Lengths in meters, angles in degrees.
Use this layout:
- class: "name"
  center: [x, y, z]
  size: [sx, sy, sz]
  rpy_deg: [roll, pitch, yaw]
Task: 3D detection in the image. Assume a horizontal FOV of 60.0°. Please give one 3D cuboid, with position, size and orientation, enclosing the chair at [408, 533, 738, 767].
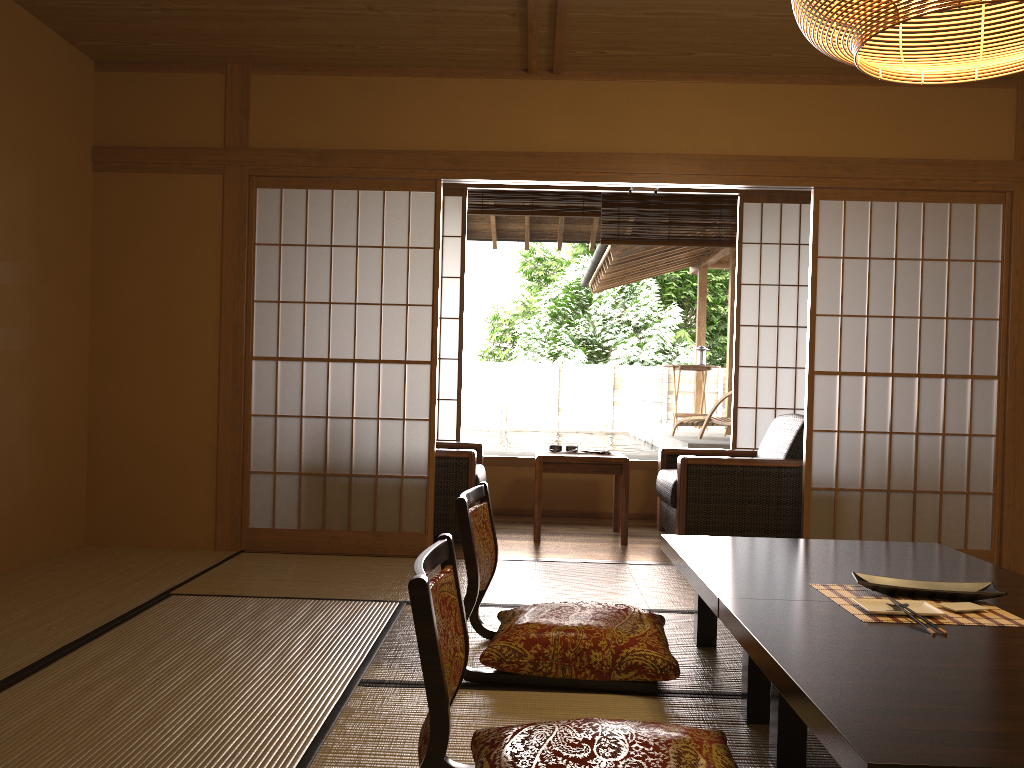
- class: "chair"
  center: [0.149, 0.609, 1.723]
  size: [0.699, 0.546, 0.582]
  rpy_deg: [2, 0, 0]

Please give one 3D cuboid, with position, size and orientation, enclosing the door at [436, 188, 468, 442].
- class: "door"
  center: [-0.834, -0.448, 6.249]
  size: [0.992, 1.873, 0.040]
  rpy_deg: [2, 1, 1]

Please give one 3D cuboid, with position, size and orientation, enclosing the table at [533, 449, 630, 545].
- class: "table"
  center: [0.406, 0.668, 5.355]
  size: [0.540, 0.500, 0.540]
  rpy_deg: [2, 0, 1]

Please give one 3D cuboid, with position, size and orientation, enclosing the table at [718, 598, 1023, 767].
- class: "table"
  center: [1.002, 0.726, 1.729]
  size: [0.994, 0.357, 0.994]
  rpy_deg: [2, 0, 1]

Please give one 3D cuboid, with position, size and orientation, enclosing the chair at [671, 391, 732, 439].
- class: "chair"
  center: [2.038, 0.078, 7.940]
  size: [0.677, 0.852, 1.225]
  rpy_deg: [1, 0, -24]

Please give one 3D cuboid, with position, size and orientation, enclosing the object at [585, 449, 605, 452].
- class: "object"
  center: [0.501, 0.401, 5.355]
  size: [0.006, 0.007, 0.230]
  rpy_deg: [1, 0, -24]

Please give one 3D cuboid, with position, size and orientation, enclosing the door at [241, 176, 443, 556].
- class: "door"
  center: [-0.881, -0.092, 4.590]
  size: [0.992, 1.934, 0.040]
  rpy_deg: [2, 1, 1]

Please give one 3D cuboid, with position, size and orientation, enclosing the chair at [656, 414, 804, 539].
- class: "chair"
  center: [1.366, 0.558, 5.293]
  size: [0.943, 0.779, 0.872]
  rpy_deg: [2, 0, 1]

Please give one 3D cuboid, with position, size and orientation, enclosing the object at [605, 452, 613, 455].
- class: "object"
  center: [0.576, 0.411, 5.268]
  size: [0.050, 0.018, 0.015]
  rpy_deg: [2, 0, -12]

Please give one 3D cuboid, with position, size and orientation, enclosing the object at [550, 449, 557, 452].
- class: "object"
  center: [0.252, 0.403, 5.341]
  size: [0.050, 0.018, 0.015]
  rpy_deg: [1, 0, 43]

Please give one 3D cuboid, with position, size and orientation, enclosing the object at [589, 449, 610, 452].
- class: "object"
  center: [0.516, 0.401, 5.373]
  size: [0.006, 0.007, 0.230]
  rpy_deg: [1, 0, -33]

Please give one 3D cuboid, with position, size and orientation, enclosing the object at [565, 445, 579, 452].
- class: "object"
  center: [0.367, 0.398, 5.436]
  size: [0.084, 0.037, 0.084]
  rpy_deg: [2, 0, -7]

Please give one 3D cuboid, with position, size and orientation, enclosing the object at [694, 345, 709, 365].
- class: "object"
  center: [2.184, -0.326, 10.222]
  size: [0.176, 0.240, 0.176]
  rpy_deg: [1, 0, -30]

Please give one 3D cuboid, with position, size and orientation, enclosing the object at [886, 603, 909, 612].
- class: "object"
  center: [0.921, 0.534, 2.119]
  size: [0.050, 0.018, 0.015]
  rpy_deg: [2, 0, -2]

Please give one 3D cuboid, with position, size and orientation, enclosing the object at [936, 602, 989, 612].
- class: "object"
  center: [1.101, 0.548, 2.165]
  size: [0.099, 0.013, 0.067]
  rpy_deg: [2, 0, -15]

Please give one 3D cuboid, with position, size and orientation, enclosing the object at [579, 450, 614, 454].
- class: "object"
  center: [0.513, 0.412, 5.368]
  size: [0.131, 0.015, 0.181]
  rpy_deg: [2, -1, -44]

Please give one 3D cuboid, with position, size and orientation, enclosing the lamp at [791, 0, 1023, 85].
- class: "lamp"
  center: [1.061, -1.185, 2.033]
  size: [0.798, 0.826, 0.798]
  rpy_deg: [2, 0, 25]

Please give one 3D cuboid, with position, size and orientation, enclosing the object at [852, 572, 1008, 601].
- class: "object"
  center: [1.077, 0.533, 2.307]
  size: [0.349, 0.039, 0.129]
  rpy_deg: [1, 0, 15]

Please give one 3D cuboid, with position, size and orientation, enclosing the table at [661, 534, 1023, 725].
- class: "table"
  center: [1.024, 0.735, 2.723]
  size: [0.994, 0.357, 0.994]
  rpy_deg: [2, 0, 1]

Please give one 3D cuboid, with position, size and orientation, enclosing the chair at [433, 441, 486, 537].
- class: "chair"
  center: [-0.629, 0.505, 5.339]
  size: [0.943, 0.779, 0.872]
  rpy_deg: [2, 0, 1]

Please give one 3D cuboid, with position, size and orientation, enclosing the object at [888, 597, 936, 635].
- class: "object"
  center: [0.918, 0.534, 2.046]
  size: [0.006, 0.030, 0.229]
  rpy_deg: [2, 0, -1]

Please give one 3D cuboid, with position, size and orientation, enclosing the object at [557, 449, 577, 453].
- class: "object"
  center: [0.329, 0.401, 5.323]
  size: [0.130, 0.026, 0.038]
  rpy_deg: [2, 0, -14]

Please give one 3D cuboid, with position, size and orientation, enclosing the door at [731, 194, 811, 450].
- class: "door"
  center: [2.052, -0.371, 6.182]
  size: [0.992, 1.873, 0.040]
  rpy_deg: [2, 1, 1]

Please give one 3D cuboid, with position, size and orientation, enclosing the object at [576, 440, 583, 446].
- class: "object"
  center: [0.389, 0.375, 5.450]
  size: [0.117, 0.068, 0.038]
  rpy_deg: [2, 0, -33]

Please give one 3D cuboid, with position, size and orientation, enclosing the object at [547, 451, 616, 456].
- class: "object"
  center: [0.414, 0.418, 5.351]
  size: [0.401, 0.003, 0.300]
  rpy_deg: [2, 0, 1]

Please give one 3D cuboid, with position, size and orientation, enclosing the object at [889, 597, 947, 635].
- class: "object"
  center: [0.934, 0.534, 2.049]
  size: [0.006, 0.030, 0.229]
  rpy_deg: [1, 0, -7]

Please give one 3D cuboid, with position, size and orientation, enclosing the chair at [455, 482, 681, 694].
- class: "chair"
  center: [0.168, 0.618, 2.810]
  size: [0.686, 0.546, 0.582]
  rpy_deg: [2, 0, 6]

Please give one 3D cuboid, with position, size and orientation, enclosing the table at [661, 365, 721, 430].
- class: "table"
  center: [2.047, 0.155, 10.209]
  size: [0.669, 0.732, 0.669]
  rpy_deg: [2, 0, 4]

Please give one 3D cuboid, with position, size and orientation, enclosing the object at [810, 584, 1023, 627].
- class: "object"
  center: [1.009, 0.551, 2.226]
  size: [0.401, 0.003, 0.398]
  rpy_deg: [2, 0, 1]

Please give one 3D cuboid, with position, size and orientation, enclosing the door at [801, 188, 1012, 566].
- class: "door"
  center: [2.003, -0.016, 4.523]
  size: [0.992, 1.934, 0.040]
  rpy_deg: [2, 1, 1]

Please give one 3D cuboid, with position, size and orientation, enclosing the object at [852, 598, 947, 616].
- class: "object"
  center: [0.928, 0.540, 2.133]
  size: [0.180, 0.014, 0.130]
  rpy_deg: [2, 0, 3]

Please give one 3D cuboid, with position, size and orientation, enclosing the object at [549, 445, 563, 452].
- class: "object"
  center: [0.267, 0.395, 5.435]
  size: [0.084, 0.037, 0.084]
  rpy_deg: [1, 0, 29]

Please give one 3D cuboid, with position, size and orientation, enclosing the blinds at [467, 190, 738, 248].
- class: "blinds"
  center: [0.633, -1.281, 6.264]
  size: [1.932, 0.594, 0.048]
  rpy_deg: [2, 1, 1]

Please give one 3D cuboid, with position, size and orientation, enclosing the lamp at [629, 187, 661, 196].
- class: "lamp"
  center: [0.798, -1.483, 5.275]
  size: [0.330, 0.682, 0.330]
  rpy_deg: [2, 0, 1]
